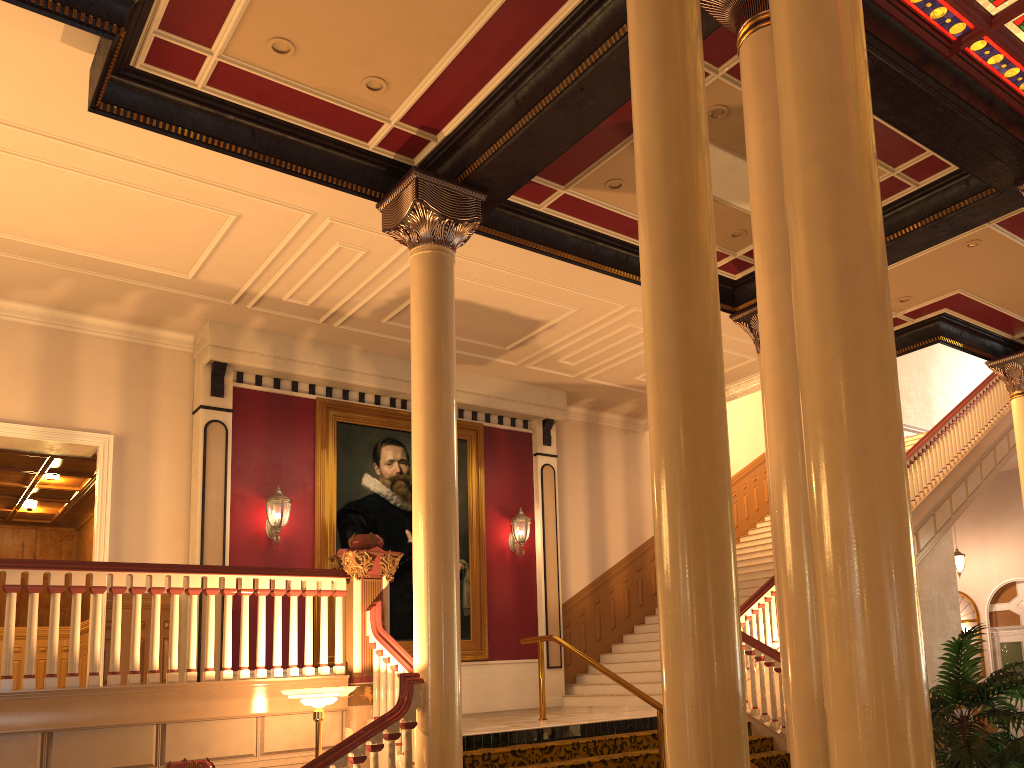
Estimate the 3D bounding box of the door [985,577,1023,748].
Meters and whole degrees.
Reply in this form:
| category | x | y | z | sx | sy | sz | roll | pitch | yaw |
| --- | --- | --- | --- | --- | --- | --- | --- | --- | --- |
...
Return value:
| category | x | y | z | sx | sy | sz | roll | pitch | yaw |
| --- | --- | --- | --- | --- | --- | --- | --- | --- | --- |
| door | 10.501 | 5.665 | 17.697 | 0.210 | 3.383 | 1.452 | 4 | -12 | -35 |

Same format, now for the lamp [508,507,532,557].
| category | x | y | z | sx | sy | sz | roll | pitch | yaw |
| --- | --- | --- | --- | --- | --- | --- | --- | --- | --- |
| lamp | 0.115 | 2.176 | 12.757 | 0.332 | 0.710 | 0.388 | 5 | -14 | -36 |

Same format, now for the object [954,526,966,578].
| category | x | y | z | sx | sy | sz | roll | pitch | yaw |
| --- | --- | --- | --- | --- | --- | --- | --- | --- | --- |
| object | -0.042 | 0.321 | 5.570 | 0.654 | 4.179 | 31.609 | -9 | -18 | 34 |

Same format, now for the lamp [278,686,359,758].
| category | x | y | z | sx | sy | sz | roll | pitch | yaw |
| --- | --- | --- | --- | --- | --- | --- | --- | --- | --- |
| lamp | -1.402 | 3.218 | 6.285 | 0.567 | 1.958 | 0.610 | -9 | -12 | 35 |

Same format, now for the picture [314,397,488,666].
| category | x | y | z | sx | sy | sz | roll | pitch | yaw |
| --- | --- | --- | --- | --- | --- | --- | --- | --- | --- |
| picture | -1.426 | 2.030 | 11.769 | 2.664 | 3.357 | 0.054 | 7 | -13 | -37 |

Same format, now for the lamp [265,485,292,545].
| category | x | y | z | sx | sy | sz | roll | pitch | yaw |
| --- | --- | --- | --- | --- | --- | --- | --- | --- | --- |
| lamp | -2.850 | 1.593 | 10.546 | 0.332 | 0.710 | 0.388 | 5 | -14 | -36 |

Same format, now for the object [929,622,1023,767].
| category | x | y | z | sx | sy | sz | roll | pitch | yaw |
| --- | --- | --- | --- | --- | --- | --- | --- | --- | --- |
| object | 1.931 | 2.019 | 3.439 | 1.013 | 2.093 | 1.135 | -12 | -15 | 41 |
